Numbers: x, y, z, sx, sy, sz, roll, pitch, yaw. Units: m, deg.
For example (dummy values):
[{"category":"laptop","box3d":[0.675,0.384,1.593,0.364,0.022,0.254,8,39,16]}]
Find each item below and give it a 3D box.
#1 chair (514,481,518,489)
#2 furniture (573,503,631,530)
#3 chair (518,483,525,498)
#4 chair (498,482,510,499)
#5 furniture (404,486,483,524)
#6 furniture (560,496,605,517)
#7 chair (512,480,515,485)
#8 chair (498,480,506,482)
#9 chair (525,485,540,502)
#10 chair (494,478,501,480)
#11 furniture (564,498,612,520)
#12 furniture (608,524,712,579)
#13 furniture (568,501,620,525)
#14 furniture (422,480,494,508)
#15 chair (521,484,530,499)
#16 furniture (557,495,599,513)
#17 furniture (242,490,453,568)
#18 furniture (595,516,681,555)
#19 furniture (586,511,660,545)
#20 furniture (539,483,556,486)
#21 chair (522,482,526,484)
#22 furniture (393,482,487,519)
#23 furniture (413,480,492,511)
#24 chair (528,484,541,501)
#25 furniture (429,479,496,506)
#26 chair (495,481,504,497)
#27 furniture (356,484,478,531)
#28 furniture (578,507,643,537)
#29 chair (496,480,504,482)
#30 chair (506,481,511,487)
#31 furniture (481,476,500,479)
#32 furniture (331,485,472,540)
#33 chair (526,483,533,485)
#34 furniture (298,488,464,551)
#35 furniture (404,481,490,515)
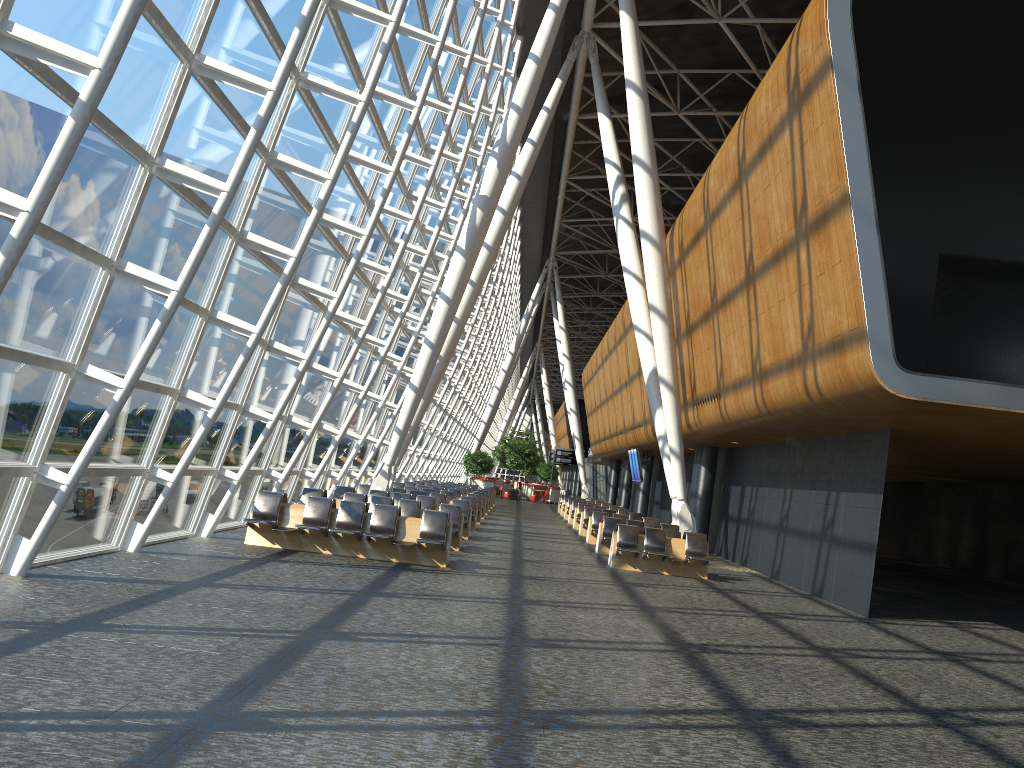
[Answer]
[{"category":"chair","box3d":[0.568,8.197,69.611,0.663,1.010,0.622,7,-1,-14]},{"category":"furniture","box3d":[3.045,4.549,29.627,1.896,0.868,1.666,7,-4,1]},{"category":"chair","box3d":[0.771,7.078,58.226,0.657,1.010,0.627,6,-2,36]},{"category":"chair","box3d":[-0.627,6.524,54.351,0.657,1.010,0.626,6,-1,26]},{"category":"furniture","box3d":[-2.517,3.573,26.438,3.250,0.868,1.666,7,-4,1]},{"category":"furniture","box3d":[3.124,5.462,38.627,1.896,0.868,1.666,7,-4,1]},{"category":"chair","box3d":[-0.086,8.482,73.217,0.663,1.010,0.622,7,-1,-14]},{"category":"chair","box3d":[-0.904,7.377,63.177,0.619,1.010,0.665,6,-2,26]},{"category":"chair","box3d":[1.319,6.802,54.836,0.665,1.010,0.619,8,-2,-44]},{"category":"chair","box3d":[-1.358,8.026,70.170,0.626,1.010,0.658,8,-2,-34]},{"category":"furniture","box3d":[3.097,5.157,35.627,1.896,0.868,1.666,7,-4,1]},{"category":"furniture","box3d":[2.941,3.331,17.628,1.896,0.868,1.666,7,-4,1]},{"category":"furniture","box3d":[3.071,4.853,32.627,1.896,0.868,1.666,7,-4,1]},{"category":"furniture","box3d":[-2.413,4.790,38.437,3.250,0.868,1.666,7,-4,1]},{"category":"chair","box3d":[1.040,6.994,57.077,0.619,1.010,0.665,6,-2,36]},{"category":"furniture","box3d":[3.150,5.766,41.627,1.896,0.868,1.666,7,-4,1]},{"category":"furniture","box3d":[-2.621,2.356,14.438,3.250,0.868,1.666,7,-4,1]},{"category":"furniture","box3d":[2.967,3.636,20.628,1.896,0.868,1.666,7,-4,1]},{"category":"furniture","box3d":[2.993,3.940,23.628,1.896,0.868,1.666,7,-4,1]},{"category":"furniture","box3d":[3.569,10.673,89.993,1.896,0.868,1.666,7,-4,1]},{"category":"chair","box3d":[1.105,7.754,64.572,0.619,1.010,0.665,6,-2,36]},{"category":"furniture","box3d":[-2.491,3.877,29.437,3.250,0.868,1.666,7,-4,1]},{"category":"furniture","box3d":[-2.439,4.486,35.437,3.250,0.868,1.666,7,-4,1]},{"category":"chair","box3d":[1.380,6.921,55.948,0.627,1.010,0.657,8,-2,-44]},{"category":"furniture","box3d":[-2.387,5.095,41.437,3.250,0.868,1.666,7,-4,1]},{"category":"chair","box3d":[-0.969,6.617,55.682,0.619,1.010,0.665,6,-2,26]},{"category":"furniture","box3d":[-2.543,3.269,23.438,3.250,0.868,1.666,7,-4,1]},{"category":"furniture","box3d":[3.019,4.244,26.628,1.896,0.868,1.666,7,-4,1]},{"category":"chair","box3d":[-1.038,6.804,57.628,0.665,1.010,0.619,8,-2,-44]},{"category":"chair","box3d":[-0.562,7.284,61.845,0.657,1.010,0.626,6,-1,26]},{"category":"furniture","box3d":[-1.941,10.306,92.803,3.250,0.868,1.666,7,-4,1]},{"category":"furniture","box3d":[-2.569,2.964,20.438,3.250,0.868,1.666,7,-4,1]},{"category":"chair","box3d":[1.384,7.562,62.331,0.665,1.010,0.619,8,-2,-44]},{"category":"furniture","box3d":[-2.595,2.660,17.438,3.250,0.868,1.666,7,-4,1]},{"category":"furniture","box3d":[-2.465,4.182,32.437,3.250,0.868,1.666,7,-4,1]}]
